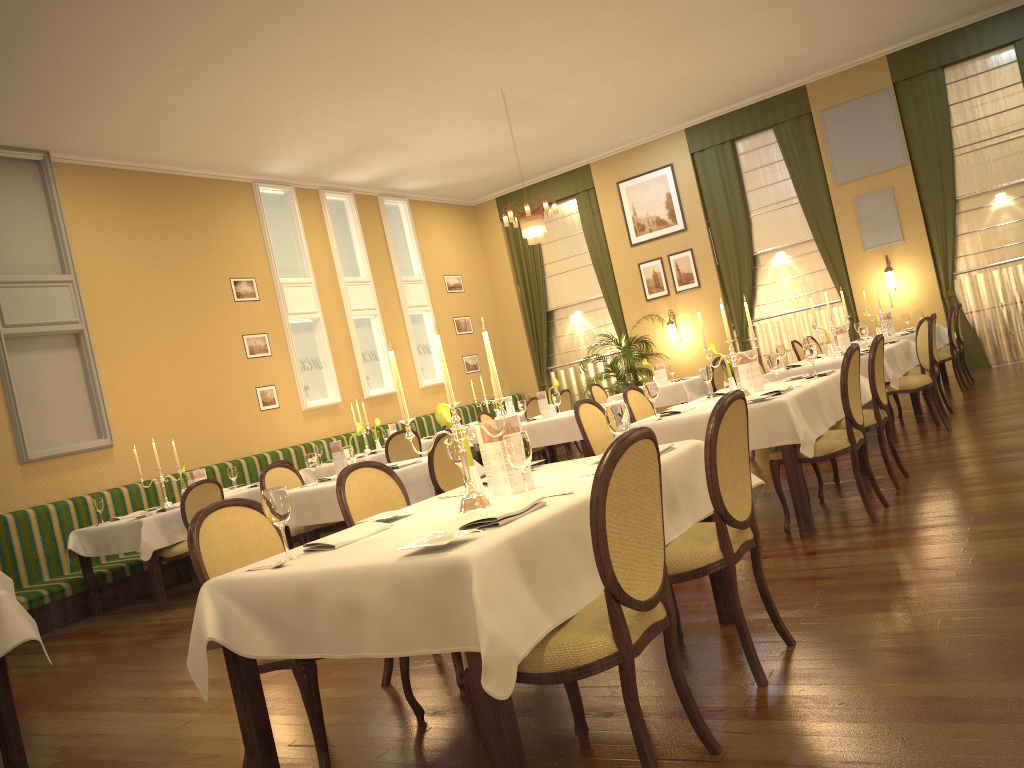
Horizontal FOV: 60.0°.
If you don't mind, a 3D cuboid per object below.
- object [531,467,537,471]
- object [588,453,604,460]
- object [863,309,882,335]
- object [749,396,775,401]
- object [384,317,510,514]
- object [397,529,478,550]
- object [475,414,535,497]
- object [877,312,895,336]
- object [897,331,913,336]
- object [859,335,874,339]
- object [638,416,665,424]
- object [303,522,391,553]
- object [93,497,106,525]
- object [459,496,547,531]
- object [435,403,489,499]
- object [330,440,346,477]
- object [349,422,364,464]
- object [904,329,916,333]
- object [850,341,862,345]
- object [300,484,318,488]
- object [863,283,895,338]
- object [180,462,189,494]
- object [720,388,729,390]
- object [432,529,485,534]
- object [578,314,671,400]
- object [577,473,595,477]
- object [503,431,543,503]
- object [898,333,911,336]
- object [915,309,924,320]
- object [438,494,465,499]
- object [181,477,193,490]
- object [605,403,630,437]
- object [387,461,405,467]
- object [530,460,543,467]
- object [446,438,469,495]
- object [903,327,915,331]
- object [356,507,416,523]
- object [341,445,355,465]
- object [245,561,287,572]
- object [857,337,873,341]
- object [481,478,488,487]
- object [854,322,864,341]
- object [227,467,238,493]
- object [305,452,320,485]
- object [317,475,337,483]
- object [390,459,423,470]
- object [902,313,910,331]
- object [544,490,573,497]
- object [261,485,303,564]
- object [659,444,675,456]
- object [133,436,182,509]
[{"bbox_3d":[0.033,0.384,3.884,0.181,0.015,0.038,-13,0,33],"label":"object"},{"bbox_3d":[0.408,0.294,3.587,0.160,0.024,0.160,-13,0,32],"label":"object"},{"bbox_3d":[4.311,-0.724,10.585,0.076,0.375,0.163,-12,0,-36],"label":"object"},{"bbox_3d":[1.410,0.082,5.070,0.181,0.015,0.038,-13,0,33],"label":"object"},{"bbox_3d":[-0.193,0.105,2.986,0.390,0.655,0.131,-12,0,-24],"label":"object"},{"bbox_3d":[-0.194,0.422,2.351,0.160,0.024,0.160,-13,0,32],"label":"object"},{"bbox_3d":[-0.029,0.261,3.183,0.166,0.277,0.081,-13,0,3],"label":"object"},{"bbox_3d":[4.466,-0.706,10.550,0.166,0.277,0.081,-13,0,3],"label":"object"},{"bbox_3d":[4.301,-0.545,9.718,0.160,0.024,0.160,-13,0,32],"label":"object"},{"bbox_3d":[4.543,-0.591,11.362,0.160,0.024,0.160,-13,0,32],"label":"object"},{"bbox_3d":[0.820,0.215,5.243,0.181,0.015,0.038,-13,0,33],"label":"object"},{"bbox_3d":[-0.539,0.500,2.909,0.142,0.033,0.273,-13,0,32],"label":"object"},{"bbox_3d":[-3.552,1.097,7.651,0.088,0.229,0.088,-13,0,-10],"label":"object"},{"bbox_3d":[-0.025,0.383,2.620,0.142,0.033,0.273,-13,0,32],"label":"object"},{"bbox_3d":[-0.184,0.244,3.218,0.076,0.375,0.163,-12,0,-36],"label":"object"},{"bbox_3d":[-1.261,0.555,6.467,0.081,0.277,0.166,-13,0,-12],"label":"object"},{"bbox_3d":[-1.144,0.477,6.514,0.163,0.375,0.076,-13,0,9],"label":"object"},{"bbox_3d":[4.470,-0.585,9.987,0.142,0.033,0.273,-13,0,32],"label":"object"},{"bbox_3d":[3.956,-0.468,10.276,0.142,0.033,0.273,-13,0,32],"label":"object"},{"bbox_3d":[-1.468,0.736,6.421,0.185,0.010,0.017,-13,0,33],"label":"object"},{"bbox_3d":[4.302,-0.862,10.353,0.390,0.655,0.131,-13,0,-2],"label":"object"},{"bbox_3d":[-3.030,0.908,8.203,0.076,0.375,0.163,-13,0,14],"label":"object"},{"bbox_3d":[1.611,0.041,6.557,0.160,0.024,0.160,-13,0,32],"label":"object"},{"bbox_3d":[-0.153,0.418,2.509,0.181,0.015,0.038,-13,0,33],"label":"object"},{"bbox_3d":[1.811,-0.096,13.752,1.496,1.807,1.552,-13,0,13],"label":"object"},{"bbox_3d":[0.315,0.319,3.201,0.185,0.010,0.017,-13,0,32],"label":"object"},{"bbox_3d":[0.033,0.268,2.793,0.088,0.229,0.088,-13,0,-10],"label":"object"},{"bbox_3d":[4.342,-0.550,9.876,0.181,0.015,0.038,-13,0,33],"label":"object"},{"bbox_3d":[4.844,-0.769,10.514,0.088,0.229,0.088,-13,0,-10],"label":"object"},{"bbox_3d":[-0.218,0.440,3.508,0.185,0.010,0.017,-13,0,33],"label":"object"},{"bbox_3d":[-2.803,0.929,7.690,0.088,0.229,0.088,-13,0,-10],"label":"object"},{"bbox_3d":[0.400,0.188,3.230,0.088,0.229,0.088,-13,0,-10],"label":"object"},{"bbox_3d":[-0.870,0.596,6.453,0.160,0.024,0.160,-13,0,32],"label":"object"},{"bbox_3d":[0.048,0.377,3.995,0.160,0.024,0.160,-13,0,32],"label":"object"},{"bbox_3d":[-0.205,0.325,3.583,0.088,0.229,0.088,-13,0,-10],"label":"object"},{"bbox_3d":[4.903,-0.674,10.954,0.160,0.024,0.160,-13,0,32],"label":"object"},{"bbox_3d":[-0.453,0.485,3.210,0.160,0.024,0.160,-13,0,32],"label":"object"},{"bbox_3d":[-1.122,0.545,6.144,0.088,0.229,0.088,-13,0,-10],"label":"object"},{"bbox_3d":[-0.743,0.551,2.681,0.181,0.015,0.038,-13,0,33],"label":"object"},{"bbox_3d":[4.428,-0.569,11.118,0.142,0.033,0.273,-13,0,32],"label":"object"},{"bbox_3d":[-0.067,0.399,3.751,0.142,0.033,0.273,-13,0,32],"label":"object"},{"bbox_3d":[4.290,-0.642,10.950,0.088,0.229,0.088,-13,0,-10],"label":"object"},{"bbox_3d":[-2.541,0.873,8.101,0.088,0.229,0.088,-13,0,-10],"label":"object"},{"bbox_3d":[-1.455,0.621,6.497,0.088,0.229,0.088,-13,0,-10],"label":"object"},{"bbox_3d":[-1.317,0.694,6.664,0.142,0.033,0.273,-13,0,32],"label":"object"},{"bbox_3d":[-0.769,0.573,6.264,0.142,0.024,0.273,-13,0,32],"label":"object"},{"bbox_3d":[4.527,-0.700,10.160,0.088,0.229,0.088,-13,0,-10],"label":"object"},{"bbox_3d":[0.117,0.362,2.876,0.185,0.010,0.017,-13,0,32],"label":"object"},{"bbox_3d":[-0.716,0.436,2.754,0.088,0.229,0.088,-13,0,-10],"label":"object"},{"bbox_3d":[0.510,0.271,3.397,0.142,0.024,0.273,-13,0,32],"label":"object"},{"bbox_3d":[-3.151,0.795,7.941,0.390,0.655,0.131,-12,0,-39],"label":"object"}]
